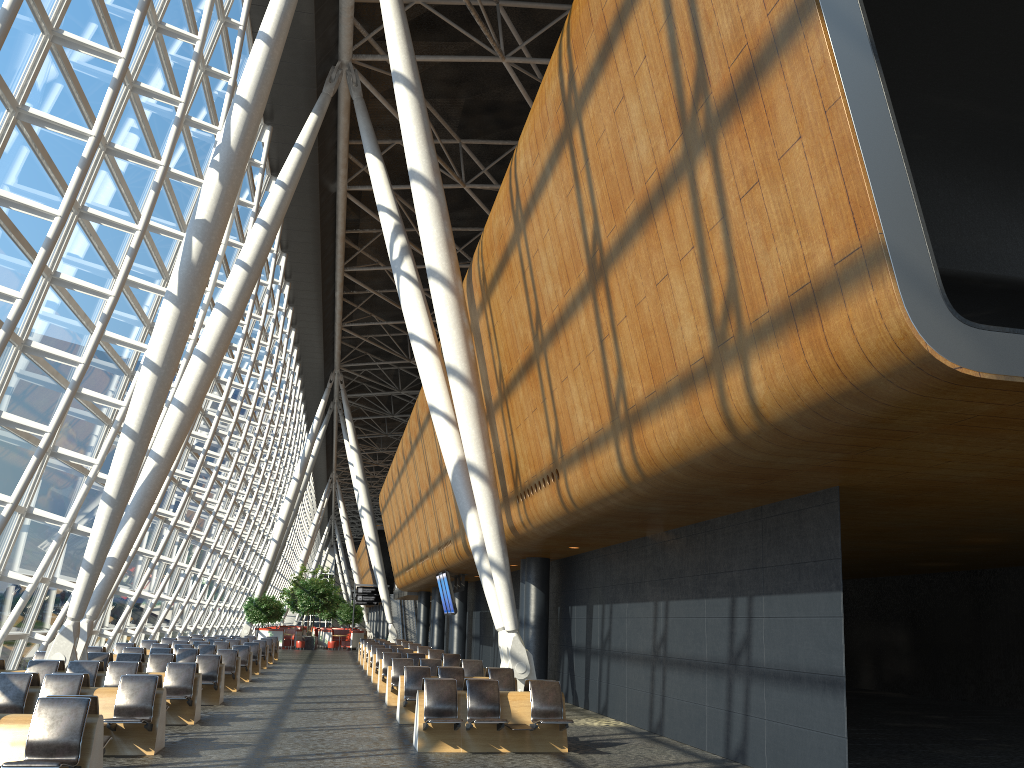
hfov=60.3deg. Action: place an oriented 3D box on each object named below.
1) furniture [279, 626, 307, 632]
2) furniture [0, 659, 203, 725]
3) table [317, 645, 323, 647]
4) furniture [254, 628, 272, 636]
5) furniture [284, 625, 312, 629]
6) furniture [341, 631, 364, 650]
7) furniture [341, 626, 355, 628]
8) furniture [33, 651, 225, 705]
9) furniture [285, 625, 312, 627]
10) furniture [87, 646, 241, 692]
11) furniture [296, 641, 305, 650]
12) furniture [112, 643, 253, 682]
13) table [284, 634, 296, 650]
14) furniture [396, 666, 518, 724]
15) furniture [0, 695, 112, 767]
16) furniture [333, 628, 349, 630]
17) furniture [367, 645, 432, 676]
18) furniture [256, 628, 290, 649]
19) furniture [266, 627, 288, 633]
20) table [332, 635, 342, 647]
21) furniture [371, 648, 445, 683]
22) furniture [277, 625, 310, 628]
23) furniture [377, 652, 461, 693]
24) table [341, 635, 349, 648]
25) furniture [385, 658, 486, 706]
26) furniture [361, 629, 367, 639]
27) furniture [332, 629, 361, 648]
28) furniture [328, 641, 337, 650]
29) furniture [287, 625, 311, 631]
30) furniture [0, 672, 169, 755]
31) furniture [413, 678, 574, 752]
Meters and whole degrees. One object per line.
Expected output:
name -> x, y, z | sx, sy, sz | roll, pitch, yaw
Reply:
furniture -> -16.004, 18.275, 64.683 | 0.892, 0.989, 2.876 | -5, -16, 30
furniture -> -6.286, 4.506, 12.938 | 3.255, 0.853, 1.693 | 5, -14, -11
table -> -10.998, 14.825, 51.035 | 0.802, 0.736, 0.812 | 7, -14, -24
furniture -> -13.662, 14.011, 48.812 | 0.888, 0.988, 2.890 | 1, -15, 1
furniture -> -22.501, 25.537, 91.692 | 3.255, 0.853, 1.693 | 5, -14, -11
furniture -> -8.513, 13.822, 47.579 | 0.888, 0.988, 2.890 | 1, -15, 1
furniture -> -17.687, 26.822, 95.893 | 1.899, 0.853, 1.693 | 4, -14, -11
furniture -> -6.884, 5.281, 15.841 | 3.255, 0.853, 1.693 | 5, -14, -11
furniture -> -23.099, 26.312, 94.596 | 3.255, 0.853, 1.693 | 5, -14, -11
furniture -> -7.481, 6.056, 18.745 | 3.255, 0.853, 1.693 | 5, -14, -11
furniture -> -10.771, 13.307, 44.912 | 0.445, 0.451, 0.450 | -6, -14, 31
furniture -> -8.079, 6.832, 21.649 | 3.255, 0.853, 1.693 | 5, -14, -11
table -> -11.267, 13.183, 45.047 | 0.807, 0.736, 0.807 | 12, -16, -39
furniture -> -0.873, 5.015, 14.235 | 1.899, 0.853, 1.693 | 4, -14, -11
furniture -> -5.090, 2.955, 7.131 | 3.255, 0.853, 1.693 | 5, -14, -11
furniture -> -11.091, 16.470, 57.554 | 0.899, 0.989, 2.855 | 13, -18, -42
furniture -> -3.265, 8.117, 25.849 | 1.899, 0.853, 1.693 | 4, -14, -11
furniture -> -12.579, 13.299, 46.092 | 0.899, 0.989, 2.855 | 13, -18, -42
furniture -> -14.072, 15.236, 53.346 | 0.899, 0.989, 2.855 | 13, -18, -42
table -> -9.022, 13.527, 46.073 | 0.798, 0.736, 0.816 | 1, -13, 5
furniture -> -2.667, 7.341, 22.946 | 1.899, 0.853, 1.693 | 4, -14, -11
furniture -> -21.305, 23.986, 85.885 | 3.255, 0.853, 1.693 | 5, -14, -11
furniture -> -2.069, 6.566, 20.042 | 1.899, 0.853, 1.693 | 4, -14, -11
table -> -9.204, 13.933, 47.577 | 0.798, 0.736, 0.816 | 1, -13, 5
furniture -> -1.471, 5.790, 17.139 | 1.899, 0.853, 1.693 | 4, -14, -11
furniture -> -12.904, 20.619, 72.664 | 1.899, 0.853, 1.693 | 4, -14, -11
furniture -> -9.597, 14.533, 50.300 | 0.899, 0.989, 2.855 | 13, -18, -42
furniture -> -9.316, 13.546, 45.634 | 0.443, 0.451, 0.452 | 1, -12, 1
furniture -> -21.903, 24.762, 88.789 | 3.255, 0.853, 1.693 | 5, -14, -11
furniture -> -5.688, 3.730, 10.034 | 3.255, 0.853, 1.693 | 5, -14, -11
furniture -> -0.275, 4.240, 11.331 | 1.899, 0.853, 1.693 | 4, -14, -11
